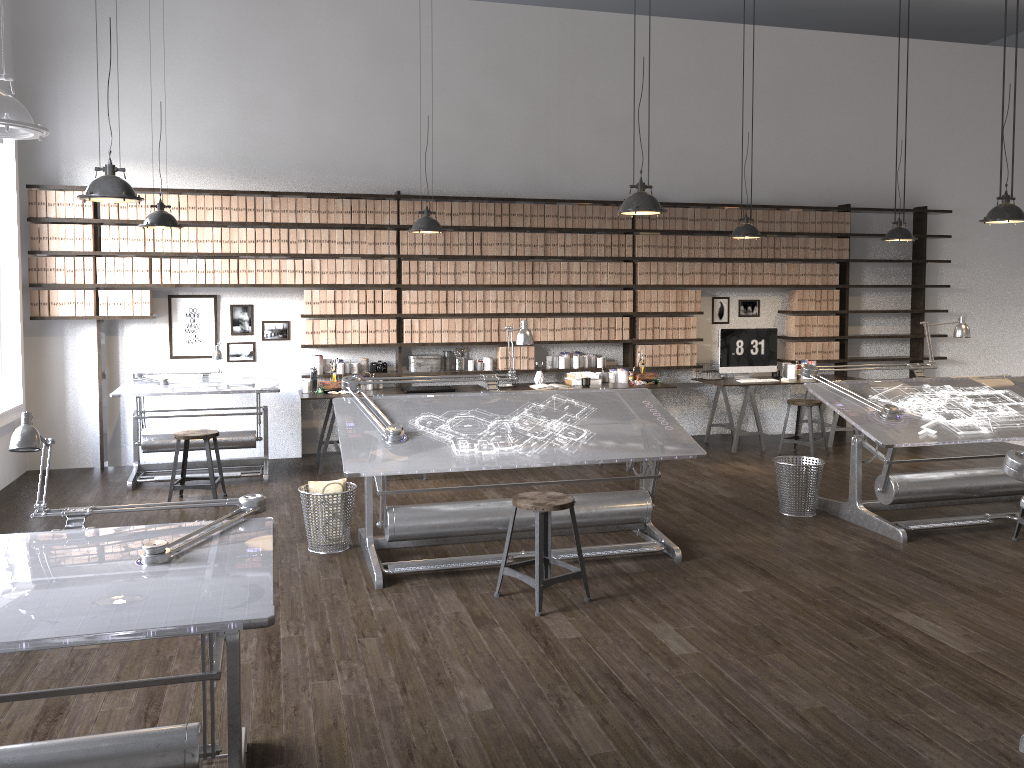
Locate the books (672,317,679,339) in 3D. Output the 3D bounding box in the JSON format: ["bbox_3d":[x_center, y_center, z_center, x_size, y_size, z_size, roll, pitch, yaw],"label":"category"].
[{"bbox_3d":[1.634,-0.571,9.030,0.067,0.225,0.175,-1,4,-15],"label":"books"}]

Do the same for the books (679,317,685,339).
[{"bbox_3d":[1.700,-0.573,9.042,0.067,0.225,0.175,-1,4,-15],"label":"books"}]

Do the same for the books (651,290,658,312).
[{"bbox_3d":[1.404,-0.838,8.948,0.067,0.225,0.175,-1,4,-15],"label":"books"}]

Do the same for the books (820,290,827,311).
[{"bbox_3d":[3.285,-0.893,9.457,0.067,0.225,0.175,-1,4,-15],"label":"books"}]

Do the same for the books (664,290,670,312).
[{"bbox_3d":[1.534,-0.842,8.987,0.067,0.225,0.175,-1,4,-15],"label":"books"}]

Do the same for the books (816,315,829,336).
[{"bbox_3d":[3.308,-0.619,9.476,0.067,0.225,0.175,-1,4,-15],"label":"books"}]

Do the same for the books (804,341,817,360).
[{"bbox_3d":[3.176,-0.340,9.460,0.067,0.225,0.175,-1,4,-15],"label":"books"}]

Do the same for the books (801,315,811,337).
[{"bbox_3d":[3.105,-0.614,9.429,0.067,0.225,0.175,-1,4,-15],"label":"books"}]

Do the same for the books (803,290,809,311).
[{"bbox_3d":[3.075,-0.887,9.405,0.067,0.225,0.175,-1,4,-15],"label":"books"}]

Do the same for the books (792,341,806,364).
[{"bbox_3d":[3.052,-0.336,9.423,0.067,0.225,0.175,-1,4,-15],"label":"books"}]

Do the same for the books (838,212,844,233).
[{"bbox_3d":[3.470,-1.718,9.468,0.067,0.225,0.175,-1,4,-15],"label":"books"}]

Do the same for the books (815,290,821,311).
[{"bbox_3d":[3.212,-0.891,9.442,0.067,0.225,0.175,-1,4,-15],"label":"books"}]

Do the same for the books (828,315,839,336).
[{"bbox_3d":[3.435,-0.624,9.517,0.067,0.225,0.175,-1,4,-15],"label":"books"}]

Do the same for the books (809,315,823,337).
[{"bbox_3d":[3.244,-0.617,9.459,0.067,0.225,0.175,-1,4,-15],"label":"books"}]

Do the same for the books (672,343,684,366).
[{"bbox_3d":[1.694,-0.297,9.062,0.067,0.225,0.175,-1,4,-15],"label":"books"}]

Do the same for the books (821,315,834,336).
[{"bbox_3d":[3.368,-0.622,9.497,0.067,0.225,0.175,-1,4,-15],"label":"books"}]

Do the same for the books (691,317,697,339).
[{"bbox_3d":[1.825,-0.576,9.079,0.067,0.225,0.175,-1,4,-15],"label":"books"}]

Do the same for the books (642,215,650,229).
[{"bbox_3d":[1.315,-1.655,8.878,0.067,0.225,0.175,-1,4,-15],"label":"books"}]

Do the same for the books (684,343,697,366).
[{"bbox_3d":[1.831,-0.301,9.098,0.067,0.225,0.175,-1,4,-15],"label":"books"}]

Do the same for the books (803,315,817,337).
[{"bbox_3d":[3.173,-0.616,9.444,0.067,0.225,0.175,-1,4,-15],"label":"books"}]

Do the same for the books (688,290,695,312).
[{"bbox_3d":[1.801,-0.850,9.056,0.067,0.225,0.175,-1,4,-15],"label":"books"}]

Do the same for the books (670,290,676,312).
[{"bbox_3d":[1.600,-0.843,9.000,0.067,0.225,0.175,-1,4,-15],"label":"books"}]

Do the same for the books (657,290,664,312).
[{"bbox_3d":[1.474,-0.840,8.969,0.067,0.225,0.175,-1,4,-15],"label":"books"}]

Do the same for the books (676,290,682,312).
[{"bbox_3d":[1.663,-0.846,9.023,0.067,0.225,0.175,-1,4,-15],"label":"books"}]

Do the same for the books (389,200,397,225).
[{"bbox_3d":[-1.108,-1.584,8.221,0.067,0.225,0.175,-1,4,-15],"label":"books"}]

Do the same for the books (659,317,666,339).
[{"bbox_3d":[1.498,-0.567,8.989,0.067,0.225,0.175,-1,4,-15],"label":"books"}]

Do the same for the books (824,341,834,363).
[{"bbox_3d":[3.375,-0.346,9.517,0.067,0.225,0.175,-1,4,-15],"label":"books"}]

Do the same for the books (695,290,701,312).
[{"bbox_3d":[1.869,-0.852,9.079,0.067,0.225,0.175,-1,4,-15],"label":"books"}]

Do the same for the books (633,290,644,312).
[{"bbox_3d":[1.268,-0.835,8.917,0.067,0.225,0.175,-1,4,-15],"label":"books"}]

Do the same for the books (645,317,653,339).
[{"bbox_3d":[1.357,-0.563,8.950,0.067,0.225,0.175,-1,4,-15],"label":"books"}]

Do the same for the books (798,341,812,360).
[{"bbox_3d":[3.115,-0.338,9.445,0.067,0.225,0.175,-1,4,-15],"label":"books"}]

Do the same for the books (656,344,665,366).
[{"bbox_3d":[1.487,-0.291,9.004,0.067,0.225,0.175,-1,4,-15],"label":"books"}]

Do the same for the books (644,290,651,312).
[{"bbox_3d":[1.336,-0.836,8.933,0.067,0.225,0.175,-1,4,-15],"label":"books"}]

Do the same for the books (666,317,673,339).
[{"bbox_3d":[1.565,-0.569,9.011,0.067,0.225,0.175,-1,4,-15],"label":"books"}]

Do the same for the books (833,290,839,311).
[{"bbox_3d":[3.429,-0.897,9.499,0.067,0.225,0.175,-1,4,-15],"label":"books"}]

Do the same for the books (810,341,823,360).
[{"bbox_3d":[3.241,-0.342,9.475,0.067,0.225,0.175,-1,4,-15],"label":"books"}]

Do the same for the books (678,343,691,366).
[{"bbox_3d":[1.763,-0.299,9.076,0.067,0.225,0.175,-1,4,-15],"label":"books"}]

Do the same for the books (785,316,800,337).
[{"bbox_3d":[2.971,-0.610,9.387,0.067,0.225,0.175,-1,4,-15],"label":"books"}]

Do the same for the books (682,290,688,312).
[{"bbox_3d":[1.732,-0.848,9.041,0.067,0.225,0.175,-1,4,-15],"label":"books"}]

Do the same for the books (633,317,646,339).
[{"bbox_3d":[1.284,-0.561,8.936,0.067,0.225,0.175,-1,4,-15],"label":"books"}]

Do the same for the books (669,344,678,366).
[{"bbox_3d":[1.623,-0.295,9.037,0.067,0.225,0.175,-1,4,-15],"label":"books"}]

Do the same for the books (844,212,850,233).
[{"bbox_3d":[3.539,-1.720,9.482,0.067,0.225,0.175,-1,4,-15],"label":"books"}]

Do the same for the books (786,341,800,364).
[{"bbox_3d":[2.985,-0.335,9.411,0.067,0.225,0.175,-1,4,-15],"label":"books"}]

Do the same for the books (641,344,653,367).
[{"bbox_3d":[1.357,-0.287,8.964,0.067,0.225,0.175,-1,4,-15],"label":"books"}]

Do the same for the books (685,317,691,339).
[{"bbox_3d":[1.764,-0.575,9.064,0.067,0.225,0.175,-1,4,-15],"label":"books"}]

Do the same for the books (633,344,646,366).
[{"bbox_3d":[1.287,-0.285,8.948,0.067,0.225,0.175,-1,4,-15],"label":"books"}]

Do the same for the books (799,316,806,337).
[{"bbox_3d":[3.038,-0.612,9.409,0.067,0.225,0.175,-1,4,-15],"label":"books"}]

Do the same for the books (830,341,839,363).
[{"bbox_3d":[3.439,-0.347,9.528,0.067,0.225,0.175,-1,4,-15],"label":"books"}]

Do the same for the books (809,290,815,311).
[{"bbox_3d":[3.144,-0.888,9.419,0.067,0.225,0.175,-1,4,-15],"label":"books"}]

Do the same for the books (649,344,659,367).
[{"bbox_3d":[1.427,-0.289,8.983,0.067,0.225,0.175,-1,4,-15],"label":"books"}]

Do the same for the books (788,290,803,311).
[{"bbox_3d":[3.006,-0.885,9.386,0.067,0.225,0.175,-1,4,-15],"label":"books"}]

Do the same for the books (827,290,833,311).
[{"bbox_3d":[3.356,-0.895,9.481,0.067,0.225,0.175,-1,4,-15],"label":"books"}]

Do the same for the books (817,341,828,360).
[{"bbox_3d":[3.308,-0.344,9.497,0.067,0.225,0.175,-1,4,-15],"label":"books"}]

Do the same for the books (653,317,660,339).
[{"bbox_3d":[1.428,-0.565,8.975,0.067,0.225,0.175,-1,4,-15],"label":"books"}]

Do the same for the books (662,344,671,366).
[{"bbox_3d":[1.550,-0.293,9.023,0.067,0.225,0.175,-1,4,-15],"label":"books"}]
